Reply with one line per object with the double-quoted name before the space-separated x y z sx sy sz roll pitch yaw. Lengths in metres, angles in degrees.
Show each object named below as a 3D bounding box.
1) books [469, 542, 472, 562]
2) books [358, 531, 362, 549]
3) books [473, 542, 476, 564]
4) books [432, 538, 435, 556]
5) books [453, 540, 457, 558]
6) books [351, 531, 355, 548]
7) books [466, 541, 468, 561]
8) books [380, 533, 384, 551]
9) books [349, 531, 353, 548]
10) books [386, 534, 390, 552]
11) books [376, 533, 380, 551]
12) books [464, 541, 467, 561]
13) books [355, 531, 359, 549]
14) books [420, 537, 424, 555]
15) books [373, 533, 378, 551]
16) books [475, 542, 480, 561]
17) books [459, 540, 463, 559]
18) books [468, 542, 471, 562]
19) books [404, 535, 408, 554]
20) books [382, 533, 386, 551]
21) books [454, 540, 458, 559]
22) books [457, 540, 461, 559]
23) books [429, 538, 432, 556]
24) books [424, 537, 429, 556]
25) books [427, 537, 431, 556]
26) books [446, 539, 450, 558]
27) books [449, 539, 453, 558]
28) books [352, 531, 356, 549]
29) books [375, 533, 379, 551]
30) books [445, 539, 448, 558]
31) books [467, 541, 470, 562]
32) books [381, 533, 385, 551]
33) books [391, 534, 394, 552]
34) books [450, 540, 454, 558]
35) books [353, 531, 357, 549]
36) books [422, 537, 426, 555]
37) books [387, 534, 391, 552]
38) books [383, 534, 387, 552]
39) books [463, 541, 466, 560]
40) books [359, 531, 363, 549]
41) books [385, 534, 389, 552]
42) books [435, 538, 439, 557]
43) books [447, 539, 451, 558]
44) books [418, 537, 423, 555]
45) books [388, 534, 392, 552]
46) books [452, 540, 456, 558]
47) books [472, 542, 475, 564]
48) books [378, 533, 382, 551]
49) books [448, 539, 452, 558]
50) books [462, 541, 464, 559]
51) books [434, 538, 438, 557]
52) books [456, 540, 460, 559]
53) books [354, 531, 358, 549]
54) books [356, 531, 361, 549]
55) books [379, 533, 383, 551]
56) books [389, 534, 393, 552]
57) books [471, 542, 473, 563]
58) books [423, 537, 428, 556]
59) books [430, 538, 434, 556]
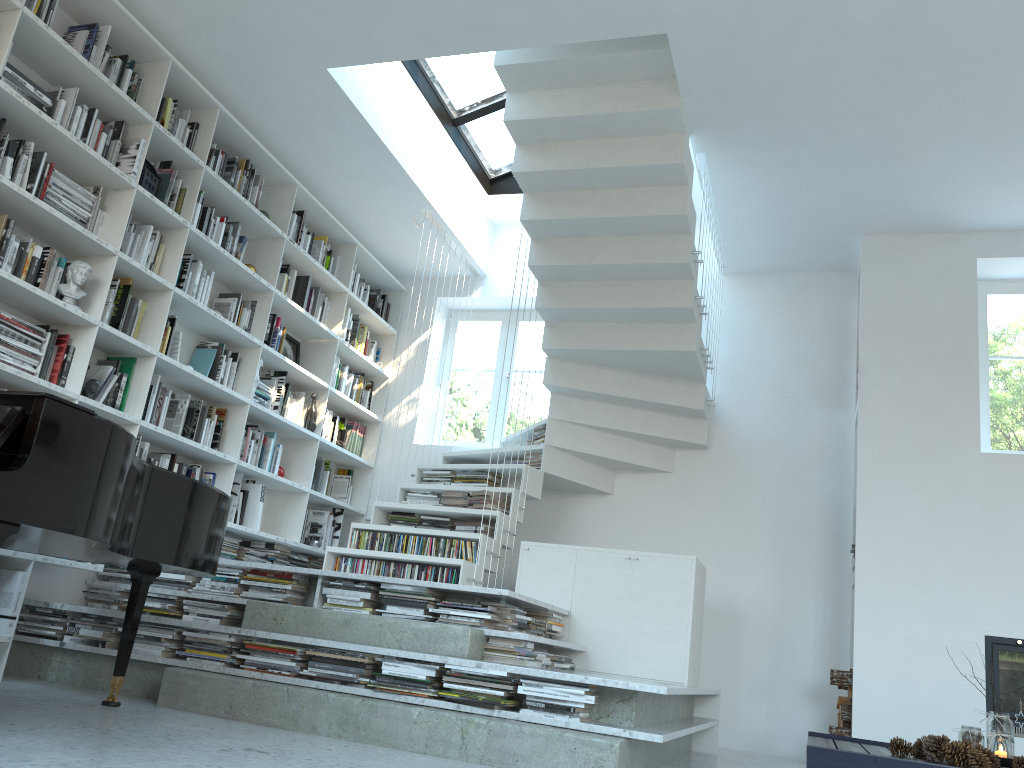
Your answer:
"books" -0.211 0.963 5.011 0.036 0.123 0.125 2 -17 19
"books" -0.875 0.943 5.242 0.007 0.125 0.125 2 -17 19
"books" -0.189 0.963 5.003 0.036 0.123 0.125 2 -17 19
"books" -0.429 0.955 5.087 0.012 0.125 0.125 2 -17 19
"books" -0.303 0.958 5.043 0.008 0.125 0.125 2 -17 19
"books" -0.918 0.942 5.257 0.008 0.125 0.125 2 -17 19
"books" -0.233 0.962 5.018 0.034 0.123 0.125 2 -17 19
"books" -0.737 0.947 5.194 0.008 0.125 0.125 2 -17 19
"books" -0.926 0.941 5.260 0.008 0.125 0.125 2 -17 19
"books" -0.700 0.948 5.182 0.007 0.125 0.125 2 -17 19
"books" -0.759 0.946 5.202 0.009 0.125 0.125 2 -17 19
"books" -0.241 0.962 5.021 0.036 0.122 0.125 2 -17 19
"books" -0.889 0.942 5.247 0.008 0.125 0.125 2 -17 19
"books" -0.498 0.953 5.111 0.009 0.125 0.125 2 -17 19
"books" -0.775 0.946 5.208 0.010 0.125 0.125 2 -17 19
"books" -0.181 0.963 5.000 0.034 0.123 0.125 2 -17 19
"books" -0.272 0.959 5.033 0.011 0.125 0.125 2 -17 19
"books" -0.218 0.962 5.013 0.035 0.123 0.125 2 -17 19
"books" -0.590 0.951 5.143 0.007 0.125 0.125 2 -17 19
"books" -0.722 0.947 5.189 0.008 0.125 0.125 2 -17 19
"books" -0.296 0.959 5.041 0.008 0.125 0.125 2 -17 19
"books" -0.282 0.959 5.036 0.008 0.125 0.125 2 -17 19
"books" -0.446 0.955 5.093 0.009 0.125 0.125 2 -17 19
"books" -0.468 0.954 5.101 0.016 0.125 0.125 2 -17 19
"books" -0.455 0.954 5.096 0.013 0.125 0.125 2 -17 19
"books" -0.346 0.957 5.058 0.008 0.125 0.125 2 -17 19
"books" -0.325 0.958 5.051 0.010 0.125 0.125 2 -17 19
"books" -0.911 0.942 5.255 0.009 0.125 0.125 2 -17 19
"books" -0.767 0.946 5.205 0.007 0.125 0.125 2 -17 19
"books" -0.353 0.957 5.061 0.007 0.125 0.125 2 -17 19
"books" -0.226 0.962 5.016 0.034 0.123 0.125 2 -17 19
"books" -0.730 0.947 5.192 0.008 0.125 0.125 2 -17 19
"books" -0.673 0.948 5.172 0.008 0.125 0.125 2 -17 19
"books" -0.319 0.958 5.049 0.010 0.125 0.125 2 -17 19
"books" -0.903 0.942 5.252 0.008 0.125 0.125 2 -17 19
"books" -0.488 0.953 5.108 0.011 0.125 0.125 2 -17 19
"books" -0.693 0.948 5.179 0.007 0.125 0.125 2 -17 19
"books" -0.715 0.947 5.187 0.008 0.125 0.125 2 -17 19
"books" -0.248 0.962 5.024 0.035 0.123 0.125 2 -17 19
"books" -0.868 0.943 5.240 0.008 0.125 0.125 2 -17 19
"books" -0.707 0.947 5.184 0.008 0.125 0.125 2 -17 19
"books" -0.407 0.956 5.079 0.009 0.125 0.125 2 -17 19
"books" -0.339 0.957 5.056 0.008 0.125 0.125 2 -17 19
"books" -0.507 0.953 5.114 0.013 0.125 0.125 2 -17 19
"books" -0.686 0.948 5.177 0.007 0.125 0.125 2 -17 19
"books" -0.310 0.958 5.046 0.008 0.125 0.125 2 -17 19
"books" -0.197 0.963 5.006 0.034 0.123 0.125 2 -17 19
"books" -0.752 0.946 5.200 0.009 0.125 0.125 2 -17 19
"books" -0.333 0.958 5.054 0.008 0.125 0.125 2 -17 19
"books" -0.256 0.961 5.026 0.034 0.123 0.125 2 -17 19
"books" -0.420 0.955 5.084 0.018 0.125 0.125 2 -17 19
"books" -0.289 0.959 5.038 0.007 0.125 0.125 2 -17 19
"books" -0.896 0.942 5.250 0.007 0.125 0.125 2 -17 19
"books" -0.882 0.943 5.245 0.009 0.125 0.125 2 -17 19
"books" -0.744 0.946 5.197 0.007 0.125 0.125 2 -17 19
"books" -0.679 0.948 5.174 0.008 0.125 0.125 2 -17 19
"books" -0.204 0.963 5.008 0.035 0.123 0.125 2 -17 19
"books" -0.479 0.954 5.105 0.009 0.125 0.125 2 -17 19
"books" -0.439 0.955 5.091 0.007 0.125 0.125 2 -17 19
